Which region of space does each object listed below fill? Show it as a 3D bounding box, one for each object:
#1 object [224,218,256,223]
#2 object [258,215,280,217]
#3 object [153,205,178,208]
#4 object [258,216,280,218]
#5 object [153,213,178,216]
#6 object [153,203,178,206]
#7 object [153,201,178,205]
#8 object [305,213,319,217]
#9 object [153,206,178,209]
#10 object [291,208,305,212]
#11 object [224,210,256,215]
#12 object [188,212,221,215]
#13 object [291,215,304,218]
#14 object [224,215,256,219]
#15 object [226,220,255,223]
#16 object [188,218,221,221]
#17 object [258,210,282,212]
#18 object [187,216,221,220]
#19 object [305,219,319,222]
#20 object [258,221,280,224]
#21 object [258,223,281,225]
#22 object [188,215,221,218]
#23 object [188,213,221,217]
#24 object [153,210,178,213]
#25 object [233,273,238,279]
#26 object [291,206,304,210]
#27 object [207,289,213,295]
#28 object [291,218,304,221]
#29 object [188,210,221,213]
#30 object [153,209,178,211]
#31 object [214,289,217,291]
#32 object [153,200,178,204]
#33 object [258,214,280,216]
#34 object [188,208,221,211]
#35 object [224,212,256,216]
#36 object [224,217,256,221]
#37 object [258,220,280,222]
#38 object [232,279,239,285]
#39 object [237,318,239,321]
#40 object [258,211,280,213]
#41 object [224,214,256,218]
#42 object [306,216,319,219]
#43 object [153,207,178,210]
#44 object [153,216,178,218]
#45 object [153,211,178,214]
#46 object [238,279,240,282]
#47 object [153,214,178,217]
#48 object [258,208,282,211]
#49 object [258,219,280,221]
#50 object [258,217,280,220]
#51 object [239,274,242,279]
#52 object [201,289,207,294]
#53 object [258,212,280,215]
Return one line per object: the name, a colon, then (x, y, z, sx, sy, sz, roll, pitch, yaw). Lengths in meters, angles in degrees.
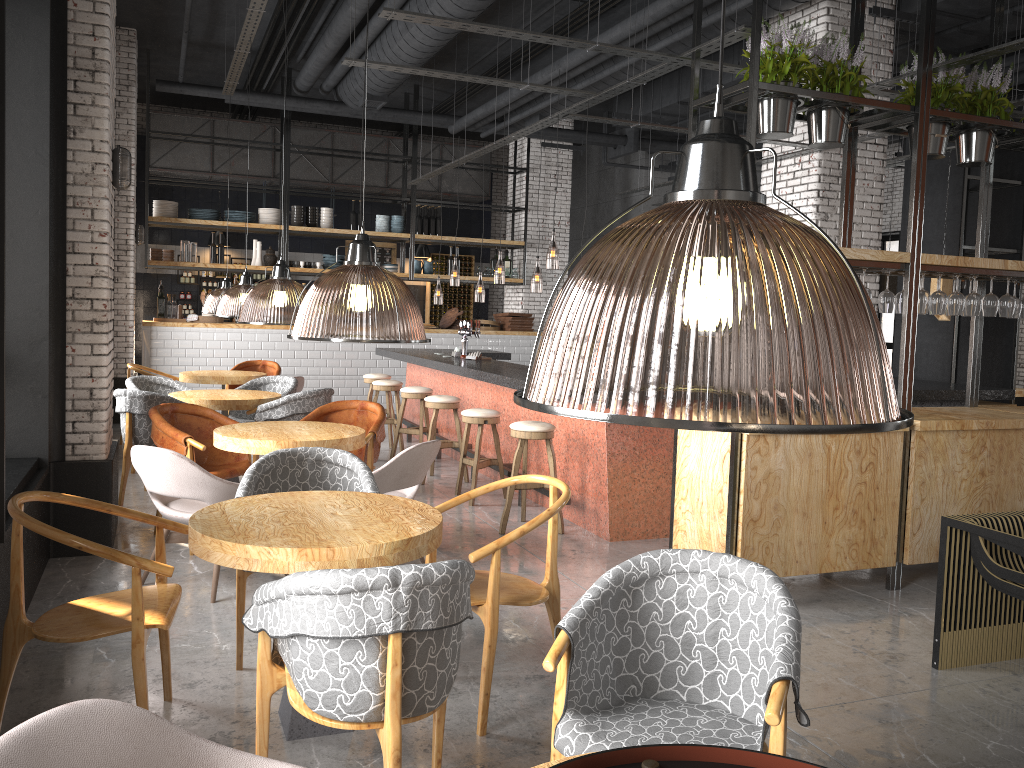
object: (-3.961, -2.365, 12.906, 0.454, 0.045, 0.454, 6, 6, 43)
object: (-3.567, -2.455, 13.056, 0.334, 0.039, 0.335, 1, 5, -14)
object: (-4.892, -2.497, 12.523, 0.335, 0.034, 0.335, 6, 6, 44)
object: (-3.568, -2.440, 13.057, 0.335, 0.040, 0.335, 4, 5, 23)
object: (-4.897, -2.385, 12.529, 0.334, 0.039, 0.335, -1, 6, -34)
object: (-4.892, -2.517, 12.521, 0.334, 0.040, 0.335, -1, 5, -32)
object: (-4.892, -2.536, 12.521, 0.335, 0.041, 0.335, 0, 5, -26)
object: (-2.996, -2.507, 13.284, 0.196, 0.102, 0.197, 1, 4, -11)
object: (-4.893, -2.478, 12.524, 0.334, 0.038, 0.335, 2, 5, -1)
object: (-3.185, -2.552, 13.204, 0.196, 0.107, 0.197, 2, 4, 6)
object: (-3.957, -2.482, 12.898, 0.454, 0.039, 0.455, 2, 5, -2)
object: (-4.412, -2.436, 12.719, 0.454, 0.043, 0.454, 1, 5, -16)
object: (-3.195, -2.463, 13.211, 0.196, 0.102, 0.197, 3, 4, 7)
object: (-3.959, -2.411, 12.902, 0.454, 0.038, 0.455, 0, 5, -21)
object: (-3.962, -2.340, 12.907, 0.454, 0.033, 0.455, 1, 5, -14)
object: (-4.416, -2.341, 12.725, 0.454, 0.033, 0.455, 1, 5, -14)
object: (-3.565, -2.533, 13.051, 0.335, 0.039, 0.335, 6, 6, 43)
object: (-4.416, -2.366, 12.724, 0.454, 0.043, 0.455, 0, 5, -19)
object: (-2.999, -2.419, 13.292, 0.196, 0.101, 0.197, 2, 4, -3)
object: (-3.571, -2.363, 13.063, 0.335, 0.045, 0.335, -2, 6, -41)
object: (-3.571, -2.342, 13.063, 0.335, 0.033, 0.335, 3, 5, 16)
object: (-4.415, -2.389, 12.722, 0.454, 0.044, 0.455, 0, 5, -26)
object: (-4.413, -2.412, 12.721, 0.454, 0.038, 0.454, -3, 6, -45)
object: (-4.896, -2.424, 12.526, 0.335, 0.042, 0.335, 4, 5, 28)
object: (-4.921, -1.921, 15.775, 0.092, 0.112, 0.100, -1, 5, -36)
object: (-3.192, -2.597, 13.203, 0.196, 0.105, 0.197, 2, 4, -1)
object: (-5.317, -1.630, 15.640, 0.107, 0.108, 0.089, 4, 4, 28)
object: (-3.198, -2.420, 13.213, 0.196, 0.104, 0.196, 5, 5, 32)
object: (-4.412, -2.460, 12.717, 0.454, 0.047, 0.455, 0, 5, -25)
object: (-4.895, -2.443, 12.526, 0.334, 0.038, 0.335, 2, 5, 3)
object: (-5.232, -1.629, 15.674, 0.092, 0.108, 0.105, 1, 4, -11)
object: (-4.890, -2.555, 12.520, 0.334, 0.039, 0.335, -1, 5, -31)
object: (-3.567, -2.475, 13.055, 0.334, 0.042, 0.335, -2, 6, -38)
object: (-4.410, -2.483, 12.715, 0.454, 0.050, 0.454, 1, 5, -9)
object: (-3.957, -2.459, 12.899, 0.454, 0.050, 0.454, 6, 6, 43)
object: (-3.961, -2.388, 12.903, 0.454, 0.042, 0.454, 4, 5, 28)
object: (-3.569, -2.381, 13.061, 0.335, 0.037, 0.335, 5, 6, 34)
object: (-4.922, -1.818, 15.784, 0.107, 0.108, 0.089, 4, 4, 28)
object: (-4.864, -1.148, 15.857, 0.092, 0.108, 0.105, 1, 4, -11)
object: (-3.566, -2.514, 13.054, 0.335, 0.044, 0.335, 6, 6, 39)
object: (-3.959, -2.434, 12.902, 0.454, 0.037, 0.454, 4, 5, 22)
object: (-2.994, -2.463, 13.286, 0.196, 0.107, 0.196, 6, 6, 39)
object: (-4.895, -2.459, 12.525, 0.334, 0.043, 0.335, 3, 5, 17)
object: (-4.898, -2.345, 12.532, 0.335, 0.033, 0.335, 3, 5, 16)
object: (-4.897, -2.405, 12.529, 0.335, 0.044, 0.335, 5, 6, 35)
object: (-4.831, -1.820, 15.820, 0.092, 0.112, 0.100, -1, 5, -36)
object: (-4.898, -2.366, 12.531, 0.334, 0.042, 0.335, 3, 5, 17)
object: (-3.564, -2.552, 13.051, 0.335, 0.039, 0.335, 6, 6, 42)
object: (-3.569, -2.401, 13.059, 0.335, 0.040, 0.335, 5, 5, 32)
object: (-3.569, -2.420, 13.059, 0.335, 0.039, 0.335, 5, 6, 34)
object: (-4.824, -1.919, 15.815, 0.107, 0.108, 0.089, 4, 4, 28)
object: (-5.414, -1.632, 15.599, 0.092, 0.112, 0.100, -1, 5, -36)
object: (-3.566, -2.494, 13.055, 0.335, 0.041, 0.335, 6, 6, 37)
